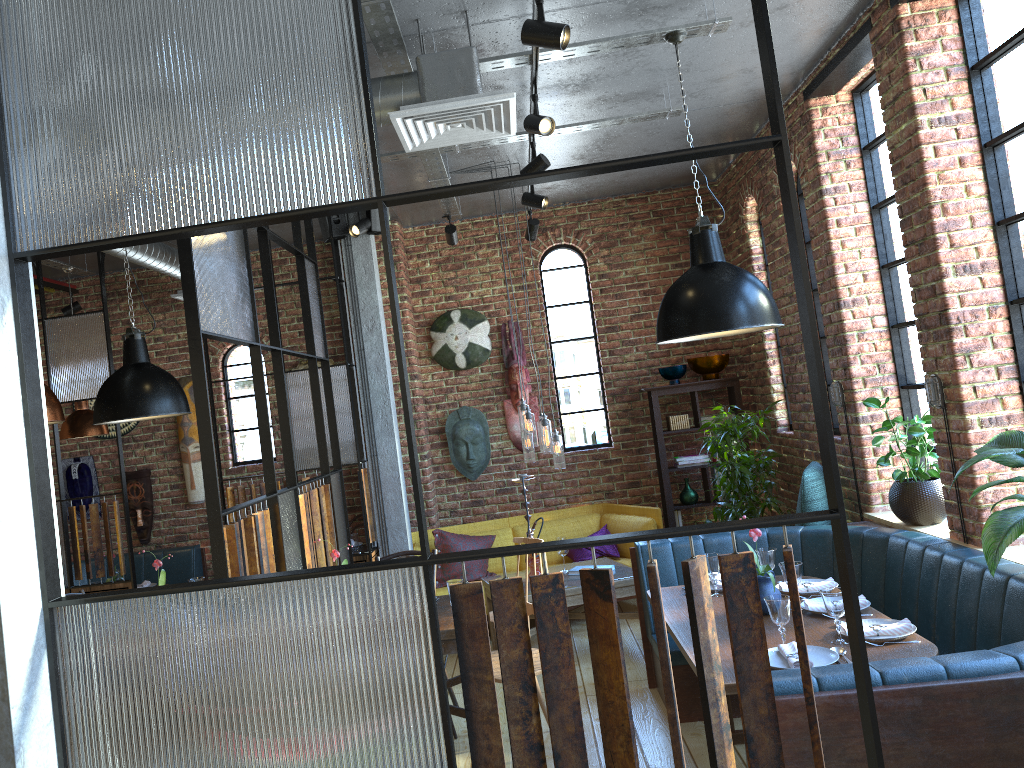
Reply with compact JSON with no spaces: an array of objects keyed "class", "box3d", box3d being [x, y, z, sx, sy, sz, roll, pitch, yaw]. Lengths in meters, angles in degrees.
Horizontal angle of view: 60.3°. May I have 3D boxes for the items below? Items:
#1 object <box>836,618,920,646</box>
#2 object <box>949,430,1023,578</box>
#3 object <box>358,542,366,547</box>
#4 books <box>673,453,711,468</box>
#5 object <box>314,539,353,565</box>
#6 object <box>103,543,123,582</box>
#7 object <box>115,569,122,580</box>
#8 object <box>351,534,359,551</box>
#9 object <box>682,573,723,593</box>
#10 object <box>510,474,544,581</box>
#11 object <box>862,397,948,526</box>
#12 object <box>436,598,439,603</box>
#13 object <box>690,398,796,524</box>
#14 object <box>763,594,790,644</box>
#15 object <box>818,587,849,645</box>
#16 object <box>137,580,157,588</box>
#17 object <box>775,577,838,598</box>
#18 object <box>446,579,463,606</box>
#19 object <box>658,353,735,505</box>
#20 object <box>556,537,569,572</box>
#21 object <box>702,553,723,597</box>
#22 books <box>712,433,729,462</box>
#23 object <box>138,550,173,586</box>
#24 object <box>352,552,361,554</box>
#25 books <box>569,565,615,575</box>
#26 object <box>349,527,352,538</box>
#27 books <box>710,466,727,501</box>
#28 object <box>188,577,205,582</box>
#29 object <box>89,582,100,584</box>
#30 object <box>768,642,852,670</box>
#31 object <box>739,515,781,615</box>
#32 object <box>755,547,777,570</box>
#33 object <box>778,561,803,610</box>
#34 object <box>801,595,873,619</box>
[{"class":"object","box3d":[1.351,0.906,3.290,0.273,0.051,0.320,-8,-1,6]},{"class":"object","box3d":[1.929,0.308,3.207,0.611,0.753,0.728,-8,-2,2]},{"class":"object","box3d":[-1.323,1.267,6.914,0.329,0.051,0.266,-8,-1,7]},{"class":"books","box3d":[1.450,0.618,7.099,0.271,0.080,0.177,-8,-2,4]},{"class":"object","box3d":[-0.843,0.958,4.336,0.145,0.427,0.199,-10,-4,36]},{"class":"object","box3d":[-2.946,1.404,6.525,0.143,0.427,0.207,-7,-3,-19]},{"class":"object","box3d":[-3.057,1.545,6.870,0.096,0.192,0.100,-7,-3,-17]},{"class":"object","box3d":[-1.215,1.214,6.758,0.088,0.120,0.080,-9,-3,34]},{"class":"object","box3d":[0.996,0.975,4.320,0.329,0.051,0.266,-8,-1,7]},{"class":"object","box3d":[0.120,0.947,5.780,0.168,0.705,0.262,-7,-3,-7]},{"class":"object","box3d":[2.035,0.374,4.451,0.400,0.664,0.492,-9,-3,26]},{"class":"object","box3d":[-0.540,1.112,4.527,0.329,0.051,0.266,-8,-1,7]},{"class":"object","box3d":[1.638,0.858,6.211,0.707,1.532,0.879,-7,-3,-19]},{"class":"object","box3d":[0.989,0.880,3.234,0.102,0.192,0.094,-9,-4,32]},{"class":"object","box3d":[1.195,0.854,3.241,0.102,0.192,0.094,-9,-4,32]},{"class":"object","box3d":[-2.971,1.607,6.981,0.329,0.051,0.266,-8,-1,7]},{"class":"object","box3d":[1.350,0.923,4.059,0.273,0.051,0.320,-8,-1,6]},{"class":"object","box3d":[-0.279,1.040,4.395,0.083,0.120,0.085,-7,-3,-7]},{"class":"object","box3d":[1.559,0.667,7.071,0.609,1.765,0.326,-8,-3,-1]},{"class":"object","box3d":[0.348,1.162,6.014,0.095,0.229,0.087,-10,-4,41]},{"class":"object","box3d":[0.955,0.906,4.172,0.102,0.192,0.094,-9,-4,32]},{"class":"books","box3d":[1.675,0.499,7.100,0.125,0.259,0.161,-8,-3,2]},{"class":"object","box3d":[-1.908,1.106,4.814,0.141,0.432,0.211,-9,-3,21]},{"class":"object","box3d":[-1.280,1.251,6.450,0.329,0.051,0.266,-8,-1,7]},{"class":"books","box3d":[0.528,1.236,5.856,0.283,0.028,0.154,-8,-1,28]},{"class":"object","box3d":[-1.236,1.177,6.588,0.102,0.192,0.095,-9,-3,23]},{"class":"books","box3d":[1.670,0.796,7.075,0.086,0.273,0.171,-8,-3,2]},{"class":"object","box3d":[-1.813,1.219,5.087,0.102,0.192,0.094,-9,-3,28]},{"class":"object","box3d":[-3.234,1.603,6.841,0.081,0.120,0.087,-6,-3,-28]},{"class":"object","box3d":[1.010,0.945,3.067,0.329,0.051,0.266,-8,-1,7]},{"class":"object","box3d":[1.062,0.763,3.774,0.141,0.432,0.211,-9,-3,21]},{"class":"object","box3d":[1.205,0.872,4.138,0.102,0.192,0.094,-9,-4,32]},{"class":"object","box3d":[1.205,0.864,3.771,0.102,0.192,0.094,-9,-4,32]},{"class":"object","box3d":[1.346,0.916,3.691,0.273,0.051,0.320,-8,-1,6]}]
